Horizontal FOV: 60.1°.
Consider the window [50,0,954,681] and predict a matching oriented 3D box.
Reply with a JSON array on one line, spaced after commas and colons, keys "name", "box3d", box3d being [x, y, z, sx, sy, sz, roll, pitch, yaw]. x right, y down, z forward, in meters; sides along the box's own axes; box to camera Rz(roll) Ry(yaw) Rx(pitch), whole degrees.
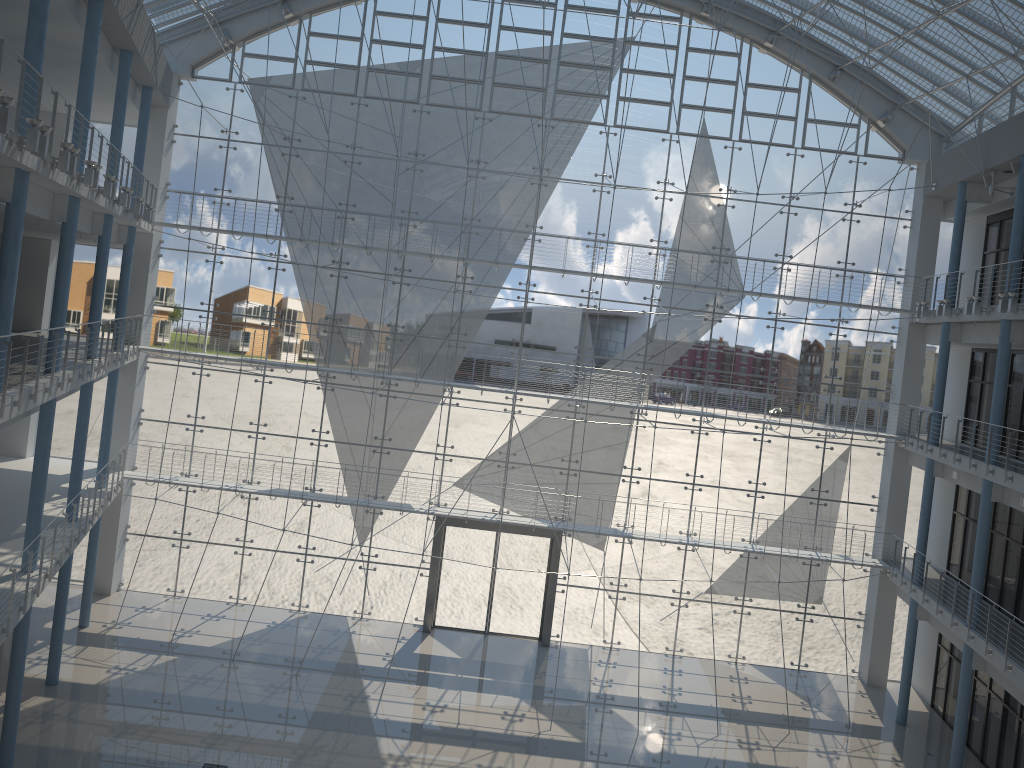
[{"name": "window", "box3d": [0.000, -0.327, 3.749, 3.848, 2.773, 0.010, 7, 0, 0]}]
